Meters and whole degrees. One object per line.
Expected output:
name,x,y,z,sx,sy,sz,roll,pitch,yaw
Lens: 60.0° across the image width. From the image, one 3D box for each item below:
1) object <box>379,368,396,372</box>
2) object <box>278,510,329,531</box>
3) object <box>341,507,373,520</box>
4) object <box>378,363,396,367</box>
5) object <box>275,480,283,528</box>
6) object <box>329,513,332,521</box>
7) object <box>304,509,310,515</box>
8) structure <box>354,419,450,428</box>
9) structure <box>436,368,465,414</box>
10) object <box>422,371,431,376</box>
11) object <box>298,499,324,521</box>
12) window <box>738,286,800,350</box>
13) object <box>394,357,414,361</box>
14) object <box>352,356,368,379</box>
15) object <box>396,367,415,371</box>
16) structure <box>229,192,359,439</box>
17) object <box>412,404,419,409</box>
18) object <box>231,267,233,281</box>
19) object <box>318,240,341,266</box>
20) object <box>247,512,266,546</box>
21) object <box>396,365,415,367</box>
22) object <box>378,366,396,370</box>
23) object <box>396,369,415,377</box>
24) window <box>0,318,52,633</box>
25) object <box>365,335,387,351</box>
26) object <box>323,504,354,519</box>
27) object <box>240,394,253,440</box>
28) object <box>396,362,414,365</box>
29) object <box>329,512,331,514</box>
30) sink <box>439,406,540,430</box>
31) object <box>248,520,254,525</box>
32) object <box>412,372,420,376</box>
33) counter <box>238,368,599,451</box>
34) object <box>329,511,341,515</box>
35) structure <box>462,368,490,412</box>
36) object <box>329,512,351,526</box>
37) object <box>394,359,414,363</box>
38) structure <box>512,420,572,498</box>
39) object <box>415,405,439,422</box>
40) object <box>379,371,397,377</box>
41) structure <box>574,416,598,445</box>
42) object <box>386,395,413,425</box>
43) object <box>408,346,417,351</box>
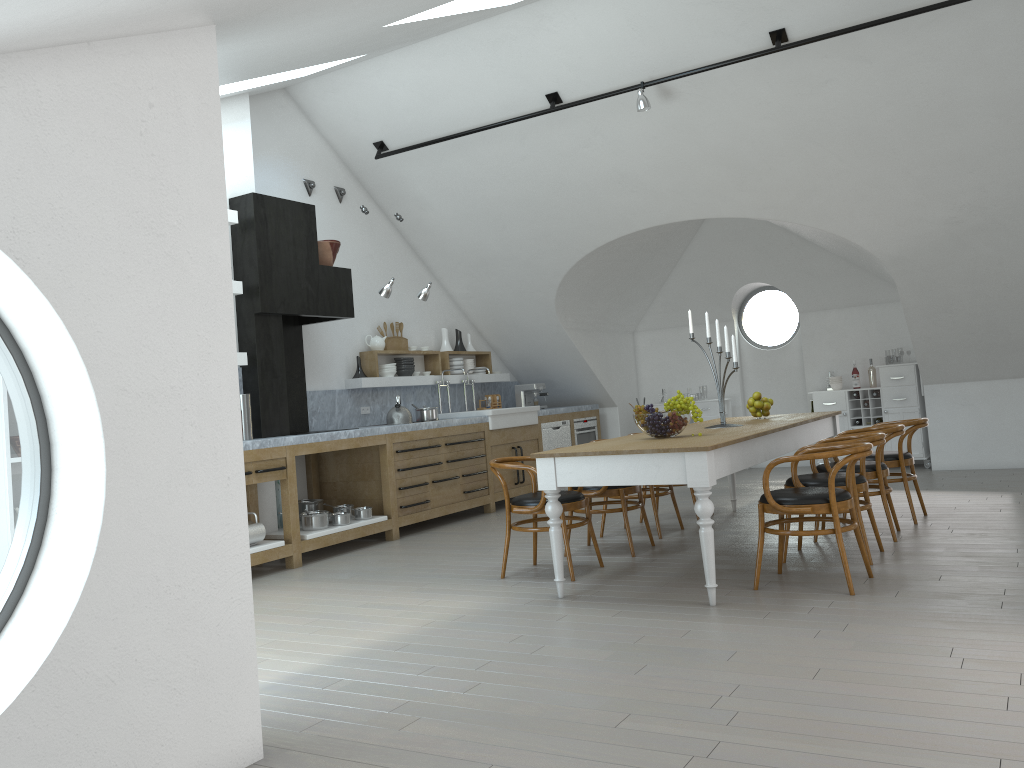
object,-1.252,-0.118,8.915,0.181,0.065,0.181,-4,-1,-22
object,-1.614,1.071,6.974,0.378,0.164,0.223,-5,-2,20
object,-1.276,1.071,7.367,0.260,0.113,0.153,-5,-2,30
object,-1.254,-0.170,8.921,0.181,0.076,0.180,-4,-1,-22
object,-1.887,0.922,7.286,0.231,0.499,0.230,-4,-3,-18
object,-1.618,1.095,7.268,0.508,0.052,0.263,-5,-1,7
object,-1.542,1.035,6.894,0.051,0.152,0.190,-6,-2,31
structure,-1.007,0.390,8.424,0.646,0.041,0.737,-5,-1,31
structure,-0.620,0.104,9.473,0.332,0.530,0.214,-5,-3,11
object,-0.916,-0.106,9.515,0.098,0.049,0.098,-5,-2,28
object,-1.845,1.084,7.636,0.456,0.197,0.268,-4,-2,-25
window,3.261,-0.832,11.189,0.898,0.901,0.060,-6,-3,31
object,-1.118,-0.236,9.170,0.205,0.080,0.206,-5,-2,33
object,-1.479,-0.163,8.583,0.156,0.219,0.156,-5,-2,12
object,-1.107,-0.134,9.159,0.205,0.086,0.205,-4,-1,-22
structure,-1.921,-0.519,7.380,0.779,1.887,1.075,-6,-3,31
object,-0.876,0.269,8.584,0.235,0.167,0.051,-5,-3,26
object,-2.138,-0.826,6.686,0.064,0.124,0.067,-6,-3,25
object,-1.652,-1.095,7.633,0.348,0.237,0.365,-3,-2,-42
object,-2.065,1.052,6.201,0.428,0.232,0.527,-5,-2,28
object,-1.103,-0.162,9.160,0.205,0.086,0.205,-4,-1,-17
object,-1.252,-0.141,8.919,0.181,0.069,0.181,-3,-2,-42
object,-1.105,-0.107,9.158,0.205,0.072,0.205,-5,-1,18
window,-1.797,0.240,2.048,0.104,1.472,1.471,-6,-2,31
object,-1.354,-0.408,8.853,0.174,0.169,0.168,-5,-2,14
object,-1.455,1.080,7.530,0.182,0.134,0.308,-3,-2,-35
object,-1.993,0.247,6.558,0.114,0.340,0.164,-6,-3,34
object,-1.110,-0.183,9.163,0.205,0.072,0.205,-5,-1,18
object,-1.552,1.091,7.321,0.061,0.035,0.170,-5,-1,31
sink,-0.249,0.378,9.493,0.726,0.202,1.021,-5,-1,31
object,-1.969,1.022,6.125,0.092,0.093,0.437,-6,-1,28
object,-1.015,-0.101,9.350,0.098,0.049,0.098,-5,-2,28
counter,-0.957,0.125,8.690,0.960,0.620,6.577,-6,-1,31
object,-1.494,1.081,7.277,0.041,0.045,0.247,-6,-2,30
structure,-0.369,0.091,9.892,0.332,0.530,0.214,-5,-3,11
object,-1.413,1.077,7.097,0.260,0.113,0.153,-5,-2,20
object,-1.112,-0.208,9.169,0.205,0.084,0.205,-4,-1,-32
structure,0.282,0.862,10.259,0.598,0.824,0.724,-6,-2,31
object,-0.804,0.291,8.635,0.232,0.170,0.394,-5,-1,11
object,-1.250,-0.095,8.915,0.181,0.064,0.181,-4,-2,-37
structure,0.666,0.747,10.910,0.630,0.637,0.632,-6,-2,31
object,-1.051,0.238,8.224,0.246,0.268,0.246,-6,-3,41
object,-1.044,-0.368,9.349,0.098,0.049,0.098,-5,-2,28
